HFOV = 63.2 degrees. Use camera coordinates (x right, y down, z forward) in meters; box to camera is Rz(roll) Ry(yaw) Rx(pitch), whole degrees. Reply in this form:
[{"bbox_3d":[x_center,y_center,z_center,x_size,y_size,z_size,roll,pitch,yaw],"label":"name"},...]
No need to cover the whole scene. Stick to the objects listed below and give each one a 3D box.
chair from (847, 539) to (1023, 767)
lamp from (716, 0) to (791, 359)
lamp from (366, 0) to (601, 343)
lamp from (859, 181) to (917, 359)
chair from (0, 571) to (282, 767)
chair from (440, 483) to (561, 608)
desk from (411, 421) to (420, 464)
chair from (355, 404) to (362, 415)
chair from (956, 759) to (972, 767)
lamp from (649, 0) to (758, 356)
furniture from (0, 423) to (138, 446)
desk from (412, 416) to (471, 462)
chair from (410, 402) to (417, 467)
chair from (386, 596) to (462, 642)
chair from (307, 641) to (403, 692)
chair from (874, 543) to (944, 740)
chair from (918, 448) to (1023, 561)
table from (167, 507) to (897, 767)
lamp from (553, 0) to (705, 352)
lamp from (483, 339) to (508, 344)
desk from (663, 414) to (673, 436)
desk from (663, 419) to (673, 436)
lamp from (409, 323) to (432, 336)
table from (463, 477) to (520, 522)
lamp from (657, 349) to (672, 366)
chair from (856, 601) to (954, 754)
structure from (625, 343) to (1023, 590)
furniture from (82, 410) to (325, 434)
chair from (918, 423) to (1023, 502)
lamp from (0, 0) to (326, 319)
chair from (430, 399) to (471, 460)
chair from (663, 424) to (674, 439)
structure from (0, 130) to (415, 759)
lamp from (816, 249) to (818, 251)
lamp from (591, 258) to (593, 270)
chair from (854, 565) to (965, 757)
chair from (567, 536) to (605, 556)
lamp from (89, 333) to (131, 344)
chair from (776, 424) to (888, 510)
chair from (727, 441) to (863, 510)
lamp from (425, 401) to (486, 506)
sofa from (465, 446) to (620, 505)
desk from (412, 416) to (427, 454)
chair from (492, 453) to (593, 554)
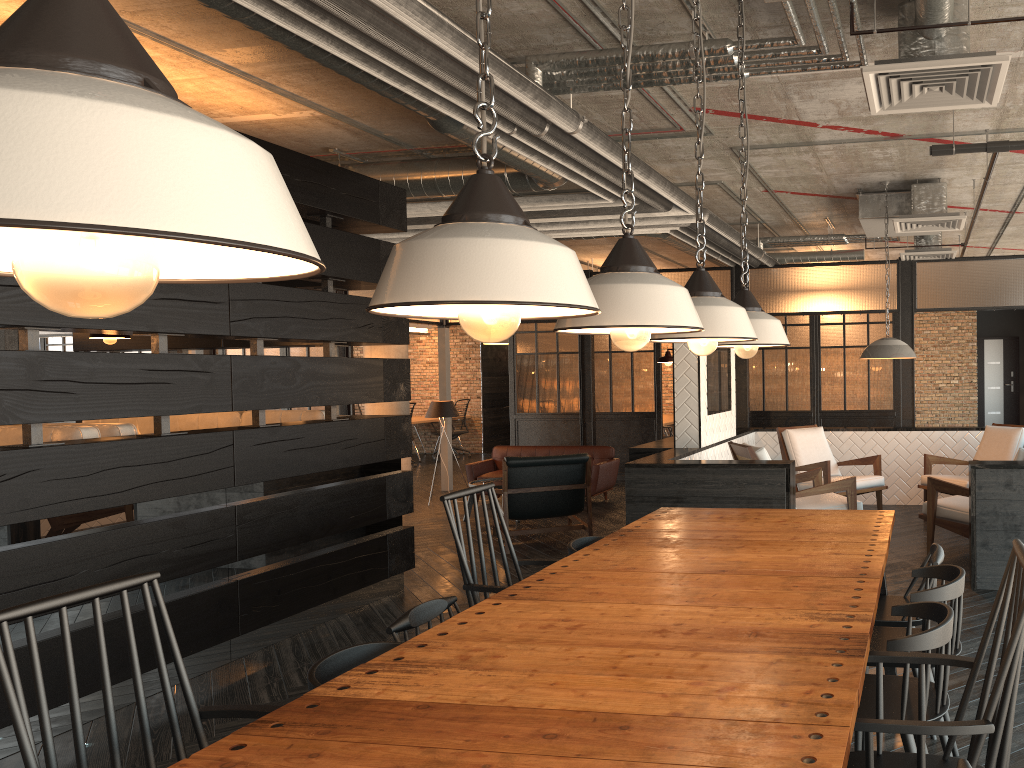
[{"bbox_3d":[0.966,0.902,1.945,0.455,1.033,0.496,-1,1,19],"label":"chair"},{"bbox_3d":[0.918,-0.969,3.311,0.313,1.737,0.419,0,2,38],"label":"lamp"},{"bbox_3d":[-0.056,-0.935,1.345,0.359,1.737,0.373,-1,1,8],"label":"lamp"},{"bbox_3d":[3.296,-0.997,7.309,0.453,1.545,0.566,-1,1,27],"label":"lamp"},{"bbox_3d":[-0.664,0.932,1.672,0.455,1.033,0.496,-1,1,19],"label":"chair"},{"bbox_3d":[0.058,0.907,3.131,0.455,1.033,0.496,-1,1,19],"label":"chair"},{"bbox_3d":[-2.334,1.012,13.498,0.736,0.720,1.792,-1,1,24],"label":"desk"},{"bbox_3d":[-2.722,0.830,15.285,0.649,1.063,0.750,-1,1,20],"label":"chair"},{"bbox_3d":[0.605,1.066,1.462,0.432,0.726,0.405,-1,1,18],"label":"chair"},{"bbox_3d":[0.593,-0.958,2.655,0.313,1.737,0.419,0,2,38],"label":"lamp"},{"bbox_3d":[-2.739,0.831,4.106,1.757,1.261,1.149,-1,1,15],"label":"furniture"},{"bbox_3d":[-1.537,0.984,15.106,0.736,0.720,1.792,-1,1,24],"label":"desk"},{"bbox_3d":[-1.943,0.834,13.420,0.649,1.063,0.750,-1,1,20],"label":"chair"},{"bbox_3d":[-0.096,1.067,2.647,0.432,0.726,0.405,-1,1,18],"label":"chair"},{"bbox_3d":[-0.265,1.069,2.145,0.414,0.737,0.405,-1,1,18],"label":"chair"},{"bbox_3d":[1.560,1.032,3.448,0.432,0.726,0.405,-1,1,18],"label":"chair"},{"bbox_3d":[3.656,0.881,6.280,0.834,0.907,0.797,-2,1,-36],"label":"chair"},{"bbox_3d":[0.374,1.030,2.205,1.091,0.792,4.089,-1,1,25],"label":"table"},{"bbox_3d":[0.269,-0.946,2.000,0.321,1.737,0.411,-1,2,31],"label":"lamp"},{"bbox_3d":[-0.229,-1.371,12.835,0.495,1.503,0.394,-2,1,-19],"label":"lamp"},{"bbox_3d":[2.817,0.918,14.282,0.736,0.720,1.792,-1,1,24],"label":"desk"},{"bbox_3d":[2.020,0.946,12.674,0.736,0.720,1.792,-1,1,24],"label":"desk"},{"bbox_3d":[-2.412,-1.307,14.203,0.273,0.858,3.723,-1,1,26],"label":"lamp"},{"bbox_3d":[-0.068,1.189,8.623,0.676,0.372,0.752,-1,1,15],"label":"table"},{"bbox_3d":[1.390,-0.243,7.330,0.251,0.171,0.176,-1,1,-16],"label":"lamp"},{"bbox_3d":[1.108,1.042,2.506,0.414,0.737,0.405,-1,1,18],"label":"chair"},{"bbox_3d":[3.146,0.276,7.393,3.685,2.116,4.009,-1,1,19],"label":"structure"},{"bbox_3d":[-2.096,0.809,5.403,1.762,1.261,0.631,-1,1,13],"label":"furniture"},{"bbox_3d":[4.445,0.854,7.916,1.060,0.907,0.632,-2,1,-23],"label":"chair"},{"bbox_3d":[-0.381,-0.924,0.688,0.419,1.737,0.313,-2,2,-30],"label":"lamp"},{"bbox_3d":[-1.137,0.806,15.047,0.649,1.063,0.750,-1,1,20],"label":"chair"},{"bbox_3d":[2.411,0.767,12.597,0.649,1.063,0.750,-1,1,20],"label":"chair"},{"bbox_3d":[-4.844,0.127,3.591,5.682,2.742,5.932,-1,1,19],"label":"structure"},{"bbox_3d":[4.914,-1.418,12.818,0.273,0.858,3.723,-1,1,26],"label":"lamp"},{"bbox_3d":[1.941,-1.373,13.380,0.273,0.858,3.723,-1,1,26],"label":"lamp"},{"bbox_3d":[1.408,1.033,2.995,0.414,0.737,0.405,-1,1,18],"label":"chair"},{"bbox_3d":[0.477,1.043,3.599,0.414,0.737,0.405,-1,1,18],"label":"chair"},{"bbox_3d":[-2.339,-0.754,4.807,0.186,1.050,0.201,-1,1,12],"label":"lamp"},{"bbox_3d":[3.068,0.875,8.081,0.829,0.907,0.804,-2,1,-31],"label":"chair"},{"bbox_3d":[2.233,0.903,6.585,1.023,0.907,0.660,-1,1,-13],"label":"chair"},{"bbox_3d":[-0.599,0.785,9.884,0.946,1.179,0.483,-2,1,-24],"label":"lamp"},{"bbox_3d":[0.370,1.043,9.540,1.517,0.637,0.719,-1,1,14],"label":"sofa"},{"bbox_3d":[-2.281,0.995,15.246,0.736,0.720,1.792,-1,1,24],"label":"desk"},{"bbox_3d":[0.246,0.985,7.388,0.828,0.795,0.922,-1,1,-14],"label":"chair"}]
